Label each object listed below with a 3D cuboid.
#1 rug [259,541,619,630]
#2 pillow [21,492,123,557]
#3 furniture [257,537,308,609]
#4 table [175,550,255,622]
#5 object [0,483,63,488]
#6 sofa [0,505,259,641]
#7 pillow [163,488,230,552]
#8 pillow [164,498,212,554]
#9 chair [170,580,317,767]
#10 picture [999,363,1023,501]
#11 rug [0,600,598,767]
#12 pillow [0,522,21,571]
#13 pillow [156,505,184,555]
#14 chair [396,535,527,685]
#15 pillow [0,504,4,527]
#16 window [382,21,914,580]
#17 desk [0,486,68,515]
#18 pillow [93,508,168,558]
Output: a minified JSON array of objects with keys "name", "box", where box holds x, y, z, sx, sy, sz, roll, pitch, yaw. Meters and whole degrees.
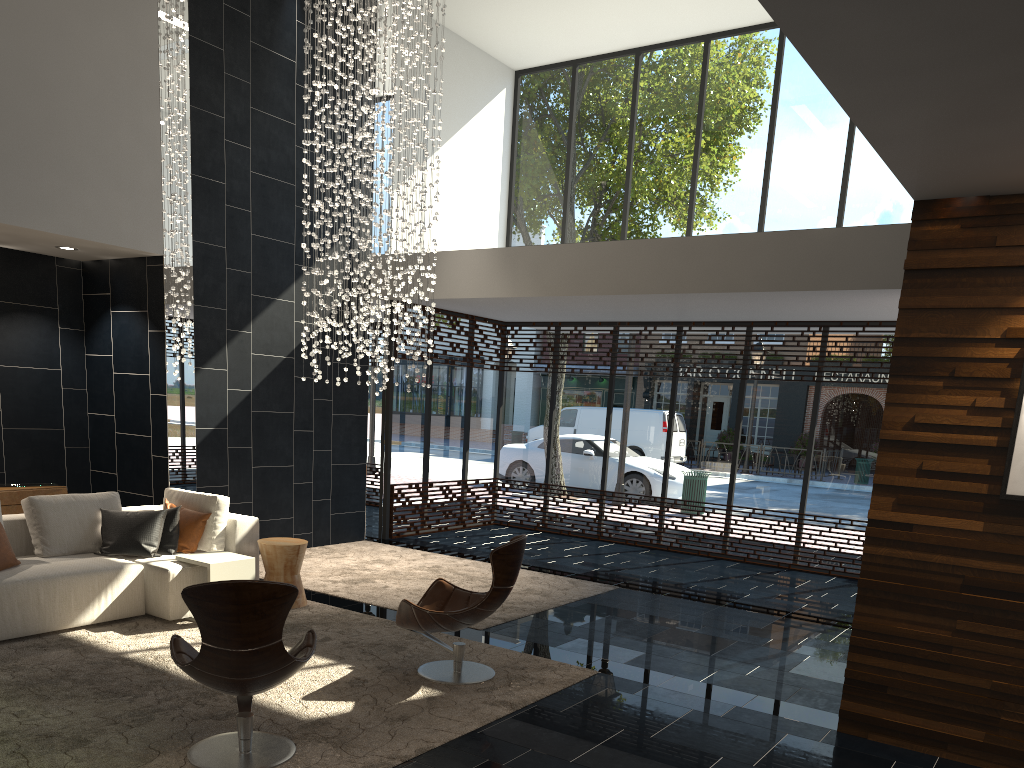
[{"name":"rug","box":[-1.002,1.878,8.461,3.371,0.006,2.312,3,-2,33]},{"name":"pillow","box":[-3.247,1.042,6.463,0.285,0.449,0.711,9,5,35]},{"name":"furniture","box":[-1.849,1.523,6.954,0.393,0.538,0.379,1,8,-21]},{"name":"table","box":[-2.209,1.515,6.435,0.394,0.481,0.394,8,8,33]},{"name":"object","box":[-4.347,0.894,7.590,0.237,0.027,0.707,2,-2,45]},{"name":"sofa","box":[-3.185,1.333,6.124,1.273,0.702,2.821,5,0,34]},{"name":"pillow","box":[-2.566,1.090,6.953,0.701,0.473,0.214,5,9,34]},{"name":"pillow","box":[-2.620,1.125,6.766,0.513,0.427,0.263,6,8,29]},{"name":"chair","box":[-1.204,1.279,4.015,0.674,0.959,0.765,-1,8,-28]},{"name":"picture","box":[2.729,0.184,3.944,0.751,0.799,0.033,7,12,32]},{"name":"rug","box":[-2.759,1.710,5.979,5.823,0.006,3.180,3,-2,33]},{"name":"pillow","box":[-3.465,1.047,5.687,0.268,0.424,0.507,4,4,5]},{"name":"pillow","box":[-2.767,1.127,6.629,0.554,0.429,0.246,3,8,1]},{"name":"chair","box":[-0.324,1.368,5.439,0.788,0.960,0.653,4,7,1]},{"name":"pillow","box":[-3.751,0.986,5.728,0.243,0.465,0.711,9,5,34]},{"name":"window","box":[1.777,-0.972,9.269,6.054,6.218,2.305,7,10,33]},{"name":"desk","box":[-4.820,1.234,7.057,0.976,0.770,2.220,6,1,34]},{"name":"pillow","box":[-2.862,1.119,6.476,0.506,0.377,0.289,3,7,-7]}]
